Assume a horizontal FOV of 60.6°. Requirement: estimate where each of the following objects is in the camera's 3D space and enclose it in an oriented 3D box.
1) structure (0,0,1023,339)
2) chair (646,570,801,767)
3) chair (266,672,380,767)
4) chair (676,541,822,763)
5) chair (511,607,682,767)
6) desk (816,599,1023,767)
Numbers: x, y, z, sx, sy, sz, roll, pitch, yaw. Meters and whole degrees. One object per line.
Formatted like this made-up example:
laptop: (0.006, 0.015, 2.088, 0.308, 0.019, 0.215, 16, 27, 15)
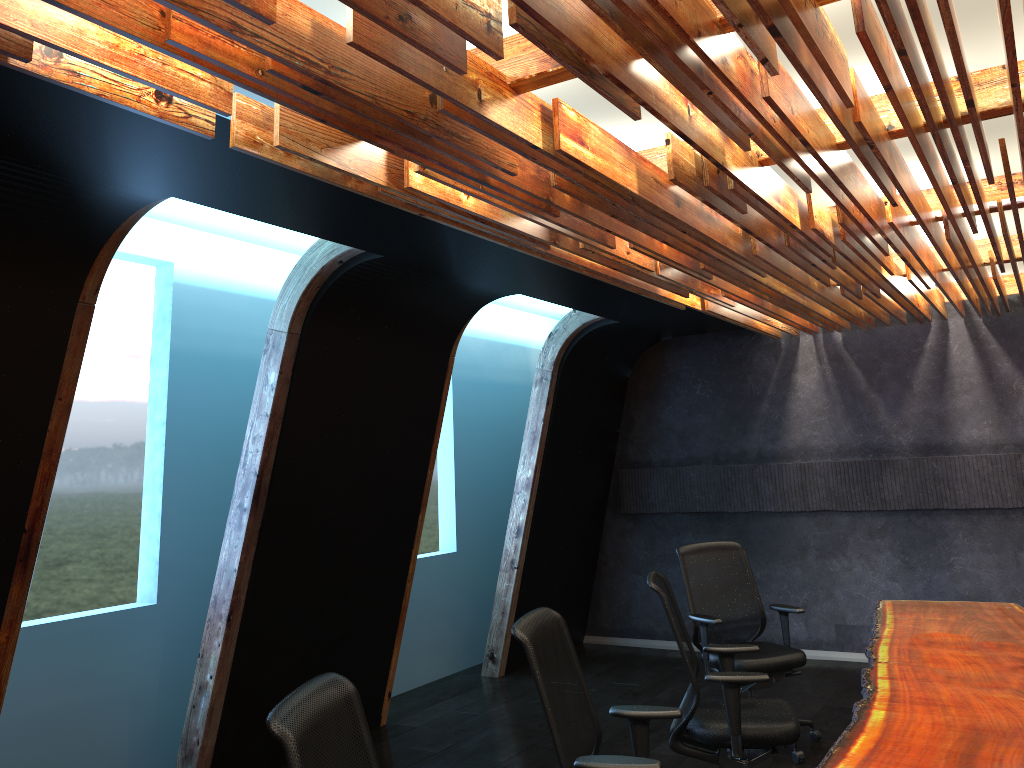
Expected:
structure: (1.511, 0.320, 2.444, 4.483, 3.059, 11.341, -7, -8, 31)
chair: (1.124, 1.583, 4.371, 0.794, 1.267, 0.796, -5, -11, 11)
chair: (-0.174, 1.429, 2.229, 0.795, 1.267, 0.795, -4, -11, 6)
chair: (1.554, 1.698, 5.741, 0.816, 1.267, 0.775, 3, -12, -24)
chair: (0.460, 1.501, 3.239, 0.793, 1.267, 0.797, -6, -12, 15)
desk: (1.667, 1.597, 2.652, 2.016, 0.835, 6.584, -7, -7, 31)
